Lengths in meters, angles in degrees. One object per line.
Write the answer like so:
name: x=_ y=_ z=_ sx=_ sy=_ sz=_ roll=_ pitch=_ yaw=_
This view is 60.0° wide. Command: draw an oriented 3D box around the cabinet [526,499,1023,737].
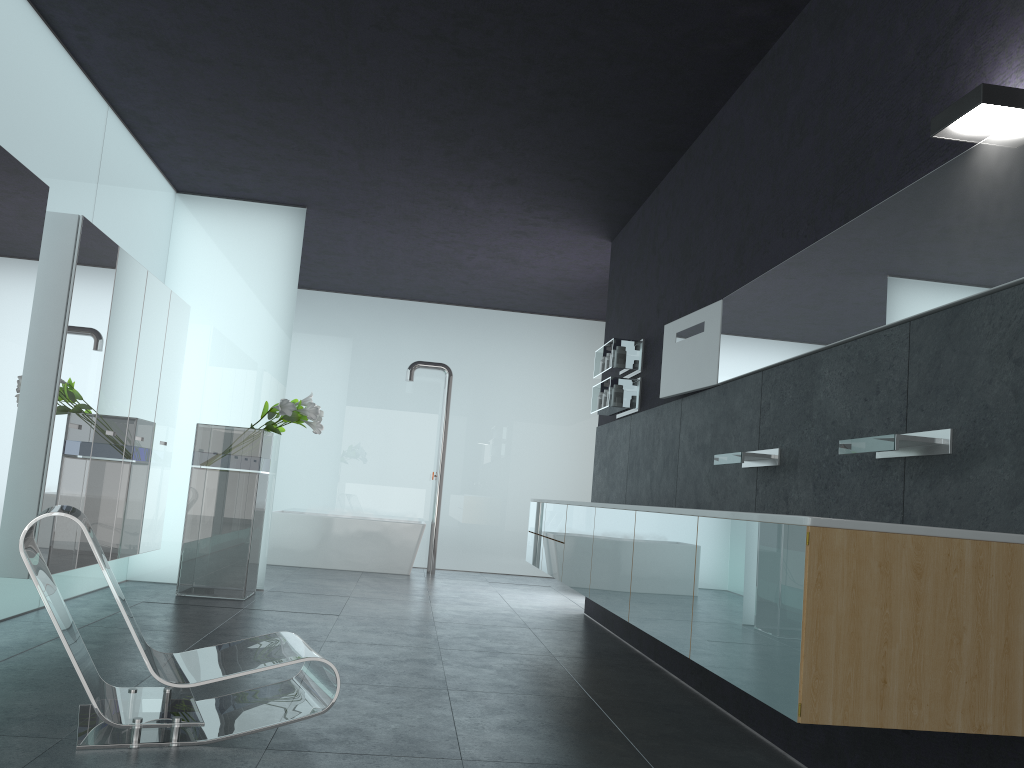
cabinet: x=0.832 y=1.008 z=5.220 sx=0.734 sy=0.555 sz=5.595 roll=6 pitch=-7 yaw=-6

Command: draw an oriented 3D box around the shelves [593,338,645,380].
shelves: x=0.929 y=-0.205 z=7.790 sx=0.265 sy=0.284 sz=0.771 roll=6 pitch=-7 yaw=-6

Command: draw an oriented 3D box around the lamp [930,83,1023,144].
lamp: x=1.543 y=-0.881 z=2.905 sx=0.198 sy=0.066 sz=0.277 roll=6 pitch=-7 yaw=-6

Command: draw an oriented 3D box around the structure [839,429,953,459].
structure: x=1.386 y=0.216 z=3.259 sx=0.186 sy=0.087 sz=0.483 roll=6 pitch=-7 yaw=-6

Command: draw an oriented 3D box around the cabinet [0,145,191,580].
cabinet: x=-2.896 y=0.006 z=5.059 sx=0.398 sy=2.210 sz=6.017 roll=6 pitch=-7 yaw=-6

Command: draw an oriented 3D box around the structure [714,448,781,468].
structure: x=1.221 y=0.385 z=4.661 sx=0.186 sy=0.087 sz=0.483 roll=6 pitch=-7 yaw=-6

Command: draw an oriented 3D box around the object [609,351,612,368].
object: x=0.893 y=-0.201 z=7.661 sx=0.096 sy=0.183 sz=0.068 roll=6 pitch=-6 yaw=-8

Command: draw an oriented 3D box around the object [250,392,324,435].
object: x=-2.215 y=0.390 z=7.961 sx=1.025 sy=0.777 sz=0.976 roll=7 pitch=-7 yaw=-14

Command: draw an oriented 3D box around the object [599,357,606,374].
object: x=0.846 y=-0.154 z=8.059 sx=0.096 sy=0.183 sz=0.068 roll=7 pitch=-7 yaw=-14

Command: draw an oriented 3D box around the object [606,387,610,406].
object: x=0.866 y=0.122 z=7.626 sx=0.096 sy=0.183 sz=0.068 roll=6 pitch=-6 yaw=-8

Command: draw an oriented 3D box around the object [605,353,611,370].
object: x=0.871 y=-0.179 z=7.847 sx=0.096 sy=0.183 sz=0.068 roll=5 pitch=-6 yaw=3

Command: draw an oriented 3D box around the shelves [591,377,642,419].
shelves: x=0.902 y=0.119 z=7.754 sx=0.265 sy=0.284 sz=0.771 roll=6 pitch=-7 yaw=-6

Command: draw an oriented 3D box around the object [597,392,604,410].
object: x=0.819 y=0.170 z=8.024 sx=0.096 sy=0.183 sz=0.068 roll=7 pitch=-7 yaw=-14

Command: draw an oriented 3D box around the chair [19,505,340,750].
chair: x=-1.405 y=1.002 z=3.774 sx=1.262 sy=0.869 sz=0.630 roll=8 pitch=-7 yaw=-24

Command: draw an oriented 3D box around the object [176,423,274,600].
object: x=-2.571 y=1.141 z=7.998 sx=0.585 sy=1.487 sz=0.576 roll=6 pitch=-6 yaw=-6

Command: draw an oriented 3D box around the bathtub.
bathtub: x=-2.146 y=1.977 z=11.654 sx=1.978 sy=0.856 sz=0.962 roll=6 pitch=-7 yaw=-6

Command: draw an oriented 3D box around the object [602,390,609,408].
object: x=0.844 y=0.145 z=7.812 sx=0.096 sy=0.183 sz=0.068 roll=5 pitch=-6 yaw=3

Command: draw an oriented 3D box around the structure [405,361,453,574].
structure: x=-1.215 y=1.120 z=11.847 sx=0.643 sy=2.865 sz=0.123 roll=6 pitch=-6 yaw=-7

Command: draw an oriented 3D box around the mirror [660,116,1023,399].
mirror: x=1.391 y=-0.372 z=4.534 sx=0.109 sy=0.531 sz=3.730 roll=6 pitch=-7 yaw=-7
